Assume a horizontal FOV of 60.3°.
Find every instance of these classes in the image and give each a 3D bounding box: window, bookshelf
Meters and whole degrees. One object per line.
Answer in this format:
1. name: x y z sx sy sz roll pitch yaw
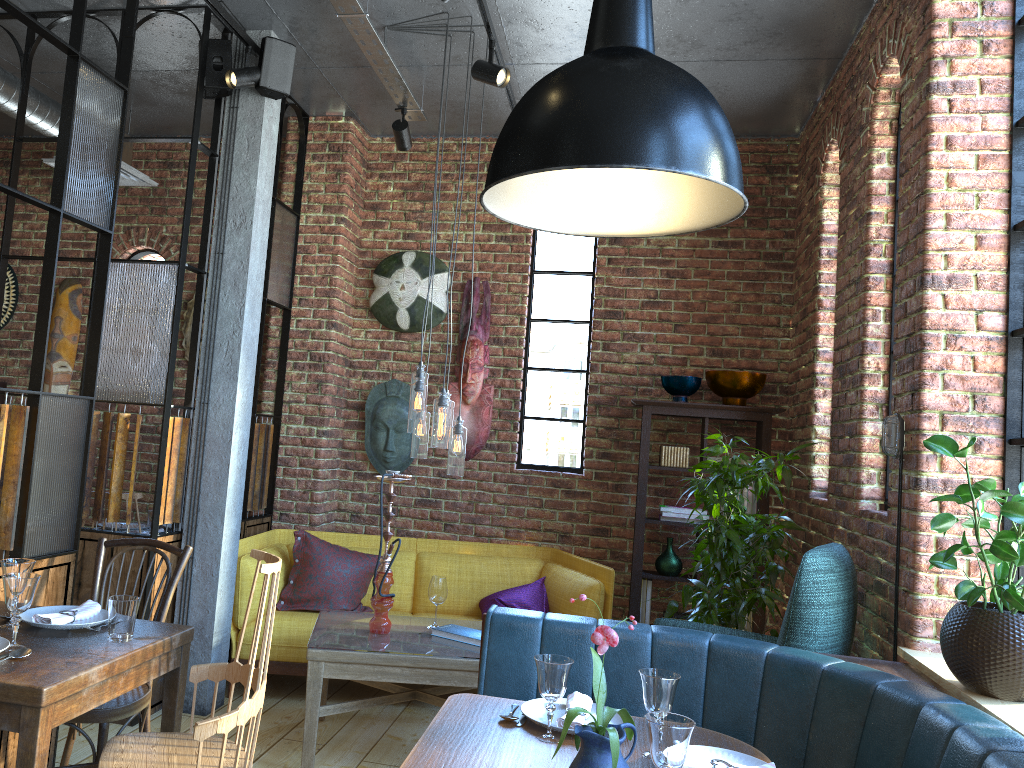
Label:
1. window: 0.648 -0.394 2.930 3.315 2.433 8.830 6 -4 -26
2. bookshelf: 1.039 0.951 4.936 0.832 1.670 0.310 3 -5 12

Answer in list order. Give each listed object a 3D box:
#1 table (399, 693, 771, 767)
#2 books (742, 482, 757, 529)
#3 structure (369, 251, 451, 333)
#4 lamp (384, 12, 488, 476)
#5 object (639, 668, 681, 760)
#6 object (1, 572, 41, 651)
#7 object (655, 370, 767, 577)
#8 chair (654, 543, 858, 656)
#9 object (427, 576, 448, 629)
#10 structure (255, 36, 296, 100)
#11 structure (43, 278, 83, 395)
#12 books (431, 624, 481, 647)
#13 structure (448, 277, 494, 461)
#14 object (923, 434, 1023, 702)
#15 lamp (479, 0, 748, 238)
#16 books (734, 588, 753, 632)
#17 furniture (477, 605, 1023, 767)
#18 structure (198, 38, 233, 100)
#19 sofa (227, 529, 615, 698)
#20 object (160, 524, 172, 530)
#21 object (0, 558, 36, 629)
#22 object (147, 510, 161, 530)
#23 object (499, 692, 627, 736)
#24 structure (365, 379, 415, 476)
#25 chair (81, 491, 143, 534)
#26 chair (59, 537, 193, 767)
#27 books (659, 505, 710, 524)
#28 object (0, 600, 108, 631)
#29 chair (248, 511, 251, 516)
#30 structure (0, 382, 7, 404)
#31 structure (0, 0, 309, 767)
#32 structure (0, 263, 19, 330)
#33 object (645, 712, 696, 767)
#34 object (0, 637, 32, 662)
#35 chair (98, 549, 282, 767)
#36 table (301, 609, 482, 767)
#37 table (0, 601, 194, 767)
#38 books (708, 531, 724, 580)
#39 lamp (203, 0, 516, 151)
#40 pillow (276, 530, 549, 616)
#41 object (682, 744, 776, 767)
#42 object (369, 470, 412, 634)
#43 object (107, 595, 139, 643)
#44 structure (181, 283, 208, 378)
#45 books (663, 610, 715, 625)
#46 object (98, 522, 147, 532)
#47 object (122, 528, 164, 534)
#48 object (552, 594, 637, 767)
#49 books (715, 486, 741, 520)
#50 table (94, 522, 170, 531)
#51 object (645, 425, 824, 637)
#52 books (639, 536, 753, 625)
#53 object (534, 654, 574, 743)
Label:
1. table: 0.126 1.169 1.638 0.837 0.662 1.511 4 -4 8
2. books: 1.314 0.671 4.915 0.081 0.258 0.174 3 -5 8
3. structure: -0.653 -0.589 5.602 0.541 0.521 0.144 3 -5 12
4. lamp: -0.411 -0.656 4.129 0.526 2.123 0.275 1 -6 35
5. object: 0.346 0.786 2.096 0.103 0.192 0.093 0 -6 39
6. object: -1.329 0.611 2.368 0.094 0.192 0.102 7 -6 -33
7. object: 1.064 0.807 4.931 0.616 1.764 0.323 3 -5 6
8. chair: 0.721 1.108 3.341 1.078 1.099 0.771 1 -5 34
9. object: -0.344 1.000 4.037 0.086 0.229 0.095 8 -6 -42
10. structure: -1.161 -1.529 4.274 0.158 0.268 0.193 8 -6 -40
11. structure: -3.139 -0.192 6.098 0.236 1.122 0.091 3 -5 12
12. books: -0.199 1.100 3.860 0.285 0.028 0.153 2 -5 34
13. structure: -0.246 -0.089 5.518 0.216 1.148 0.236 7 -6 -35
14. object: 1.295 0.476 2.306 0.403 0.664 0.489 1 -5 33
15. lamp: 0.244 -1.017 1.841 0.550 1.328 0.507 2 -5 27
16. books: 1.272 1.264 4.867 0.086 0.273 0.186 3 -5 8
17. furniture: 0.401 1.103 1.577 1.389 0.823 2.563 4 -4 8
18. structure: -1.461 -1.548 4.343 0.180 0.268 0.169 5 -5 -17
19. sofa: -0.535 1.282 4.861 1.982 0.764 0.794 5 -4 -4
20. object: -1.908 0.823 5.124 0.333 0.051 0.263 3 -4 14
21. object: -1.461 0.616 2.589 0.096 0.192 0.100 5 -5 -15
22. object: -1.999 0.767 4.928 0.088 0.120 0.080 0 -6 41
23. object: 0.140 0.856 2.300 0.333 0.051 0.263 3 -4 14
24. structure: -0.758 0.286 5.534 0.375 0.640 0.101 3 -5 13
25. chair: -1.965 1.020 4.313 0.534 1.007 0.452 4 -5 -3
26. chair: -1.396 1.011 2.989 0.409 0.916 0.516 4 -5 4
27. books: 0.969 0.738 4.972 0.274 0.080 0.175 4 -4 11
28. object: -1.376 0.700 2.689 0.333 0.051 0.263 3 -4 14
29. chair: -1.865 1.141 5.452 0.457 0.922 0.525 1 -5 31
30. structure: -3.696 0.304 6.160 0.265 0.656 0.157 3 -5 11
31. structure: -3.884 -0.428 2.326 5.983 3.331 5.891 5 -4 -6
32. structure: -3.830 -0.640 6.306 0.673 0.620 0.077 3 -5 10
33. object: 0.306 0.759 1.737 0.103 0.192 0.093 0 -6 39
34. object: -1.416 0.668 2.252 0.333 0.051 0.263 3 -4 14
35. chair: -0.887 0.975 2.412 0.438 1.007 0.550 6 -5 -19
36. table: -0.423 1.353 3.872 0.930 0.509 0.754 5 -4 -5
37. table: -1.437 1.072 2.455 0.764 0.728 0.736 3 -4 10
38. books: 1.149 0.955 4.920 0.087 0.273 0.169 3 -5 8
39. lamp: -3.352 -1.765 2.637 6.380 0.274 7.088 4 -4 10
40. pillow: -0.533 1.084 4.916 1.496 0.454 0.399 4 -4 0
41. object: 0.470 0.861 2.000 0.276 0.051 0.317 3 -4 13
42. object: -0.553 0.732 3.838 0.169 0.705 0.259 4 -5 0
43. object: -1.119 0.674 2.529 0.084 0.120 0.084 4 -5 -1
44. structure: -1.943 -0.336 5.857 0.600 0.728 0.124 3 -5 12
45. books: 0.992 1.336 4.888 0.309 0.088 0.239 3 -4 12
46. object: -2.180 0.788 4.915 0.276 0.051 0.317 3 -4 13
47. object: -1.915 0.791 4.664 0.333 0.051 0.263 3 -4 14
48. object: 0.185 0.632 1.758 0.142 0.432 0.209 1 -5 28
49. books: 1.214 0.666 4.947 0.126 0.258 0.160 3 -5 9
50. table: -1.976 1.192 4.867 0.764 0.728 0.736 3 -4 10
51. object: 1.008 0.964 4.076 0.714 1.531 0.872 5 -5 -12
52. books: 1.026 1.098 4.930 0.597 0.575 0.187 3 -5 10
53. object: 0.097 0.772 2.160 0.103 0.192 0.093 0 -6 39
